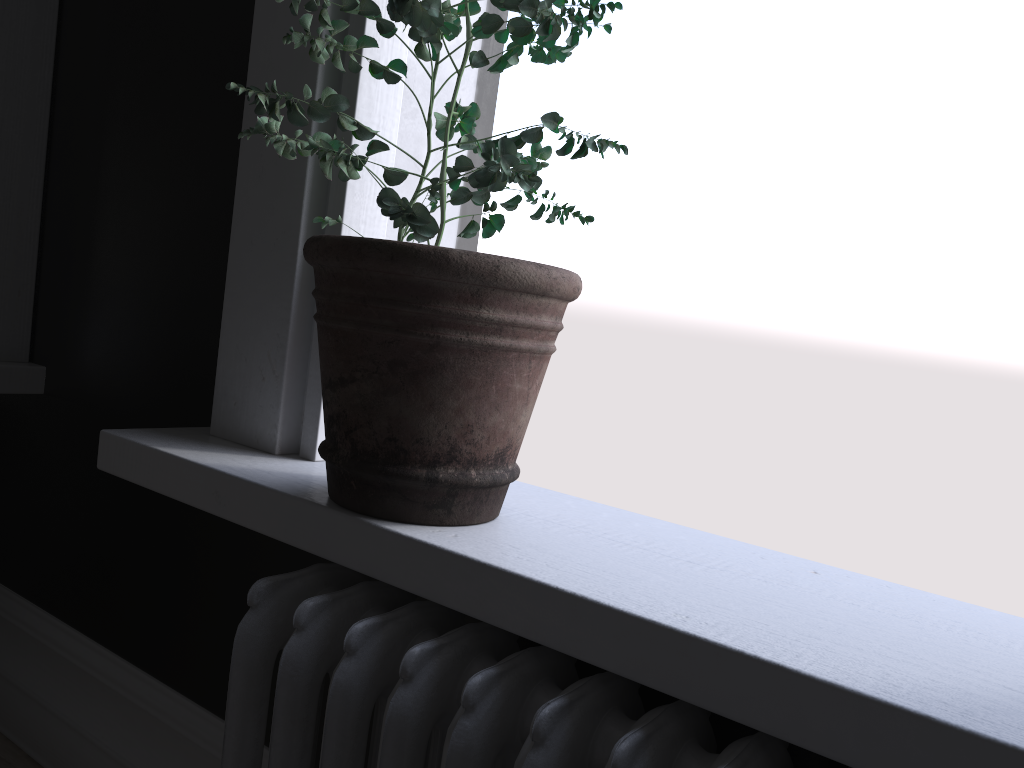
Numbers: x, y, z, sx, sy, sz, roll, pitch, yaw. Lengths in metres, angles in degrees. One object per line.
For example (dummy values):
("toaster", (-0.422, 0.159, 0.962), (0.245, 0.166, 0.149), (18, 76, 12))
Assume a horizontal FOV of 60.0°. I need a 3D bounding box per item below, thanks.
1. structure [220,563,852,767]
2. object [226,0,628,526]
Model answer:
("structure", (0.068, 0.735, 0.953), (1.139, 0.850, 0.276), (11, 6, 35))
("object", (-0.097, -0.397, 1.155), (0.505, 1.136, 0.473), (6, 5, -14))
